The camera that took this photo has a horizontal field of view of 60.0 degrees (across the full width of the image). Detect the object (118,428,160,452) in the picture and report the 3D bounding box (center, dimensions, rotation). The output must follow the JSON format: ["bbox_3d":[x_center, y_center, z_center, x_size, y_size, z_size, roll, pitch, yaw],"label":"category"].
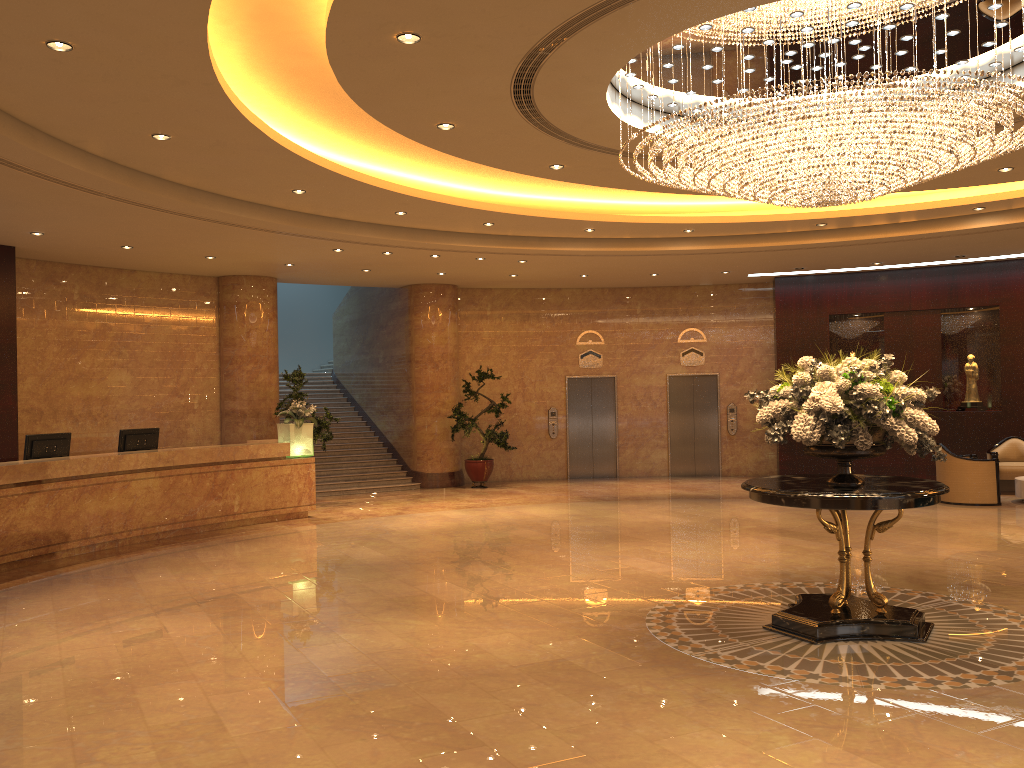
[{"bbox_3d":[-5.059,0.854,12.022,0.531,0.500,0.430,-1,-1,-21],"label":"object"}]

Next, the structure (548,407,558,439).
[{"bbox_3d":[0.857,0.808,18.417,0.200,0.661,0.053,-1,-1,-7],"label":"structure"}]

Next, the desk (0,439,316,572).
[{"bbox_3d":[-5.278,1.443,8.019,3.466,1.155,12.951,-1,-1,6],"label":"desk"}]

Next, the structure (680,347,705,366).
[{"bbox_3d":[3.760,-0.573,18.471,0.504,0.405,0.012,-1,-1,7],"label":"structure"}]

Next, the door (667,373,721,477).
[{"bbox_3d":[3.794,0.855,18.508,1.070,2.149,0.150,-1,-1,7],"label":"door"}]

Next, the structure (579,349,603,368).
[{"bbox_3d":[1.645,-0.528,18.532,0.504,0.405,0.012,-1,-1,-4],"label":"structure"}]

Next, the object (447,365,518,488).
[{"bbox_3d":[-0.598,0.823,17.079,1.250,2.363,0.843,-1,-1,-7],"label":"object"}]

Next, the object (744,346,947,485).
[{"bbox_3d":[2.497,0.257,6.771,1.318,0.999,1.277,-1,-1,2],"label":"object"}]

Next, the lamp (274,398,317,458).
[{"bbox_3d":[-3.258,0.650,13.552,0.532,0.897,0.606,-2,-1,40],"label":"lamp"}]

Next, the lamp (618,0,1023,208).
[{"bbox_3d":[2.439,-1.988,6.871,3.204,1.196,3.206,-1,-1,8],"label":"lamp"}]

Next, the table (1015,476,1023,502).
[{"bbox_3d":[8.248,1.609,13.329,1.196,0.354,1.196,-1,-1,-2],"label":"table"}]

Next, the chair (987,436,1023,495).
[{"bbox_3d":[8.320,1.339,14.567,0.951,0.916,0.769,-1,-1,21],"label":"chair"}]

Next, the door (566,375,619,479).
[{"bbox_3d":[1.670,0.898,18.561,1.070,2.145,0.150,-1,-1,-3],"label":"door"}]

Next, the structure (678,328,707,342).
[{"bbox_3d":[3.749,-1.020,18.474,0.600,0.293,0.010,-1,-1,7],"label":"structure"}]

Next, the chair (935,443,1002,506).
[{"bbox_3d":[6.937,1.359,13.623,0.769,0.916,0.951,-1,-1,6],"label":"chair"}]

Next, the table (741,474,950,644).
[{"bbox_3d":[2.536,1.299,6.793,1.493,1.089,1.493,-1,-1,-35],"label":"table"}]

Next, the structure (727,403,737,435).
[{"bbox_3d":[4.547,0.730,18.320,0.200,0.661,0.053,-1,-1,11],"label":"structure"}]

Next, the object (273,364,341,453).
[{"bbox_3d":[-3.557,0.866,14.962,1.250,2.363,0.843,-2,-1,42],"label":"object"}]

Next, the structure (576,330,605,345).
[{"bbox_3d":[1.636,-0.975,18.535,0.600,0.293,0.010,-1,-1,-4],"label":"structure"}]

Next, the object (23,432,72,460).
[{"bbox_3d":[-5.688,0.856,10.863,0.531,0.500,0.430,-1,-1,-26],"label":"object"}]

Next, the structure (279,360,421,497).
[{"bbox_3d":[-4.617,-0.673,19.573,9.849,5.560,7.472,-1,-1,-29],"label":"structure"}]
